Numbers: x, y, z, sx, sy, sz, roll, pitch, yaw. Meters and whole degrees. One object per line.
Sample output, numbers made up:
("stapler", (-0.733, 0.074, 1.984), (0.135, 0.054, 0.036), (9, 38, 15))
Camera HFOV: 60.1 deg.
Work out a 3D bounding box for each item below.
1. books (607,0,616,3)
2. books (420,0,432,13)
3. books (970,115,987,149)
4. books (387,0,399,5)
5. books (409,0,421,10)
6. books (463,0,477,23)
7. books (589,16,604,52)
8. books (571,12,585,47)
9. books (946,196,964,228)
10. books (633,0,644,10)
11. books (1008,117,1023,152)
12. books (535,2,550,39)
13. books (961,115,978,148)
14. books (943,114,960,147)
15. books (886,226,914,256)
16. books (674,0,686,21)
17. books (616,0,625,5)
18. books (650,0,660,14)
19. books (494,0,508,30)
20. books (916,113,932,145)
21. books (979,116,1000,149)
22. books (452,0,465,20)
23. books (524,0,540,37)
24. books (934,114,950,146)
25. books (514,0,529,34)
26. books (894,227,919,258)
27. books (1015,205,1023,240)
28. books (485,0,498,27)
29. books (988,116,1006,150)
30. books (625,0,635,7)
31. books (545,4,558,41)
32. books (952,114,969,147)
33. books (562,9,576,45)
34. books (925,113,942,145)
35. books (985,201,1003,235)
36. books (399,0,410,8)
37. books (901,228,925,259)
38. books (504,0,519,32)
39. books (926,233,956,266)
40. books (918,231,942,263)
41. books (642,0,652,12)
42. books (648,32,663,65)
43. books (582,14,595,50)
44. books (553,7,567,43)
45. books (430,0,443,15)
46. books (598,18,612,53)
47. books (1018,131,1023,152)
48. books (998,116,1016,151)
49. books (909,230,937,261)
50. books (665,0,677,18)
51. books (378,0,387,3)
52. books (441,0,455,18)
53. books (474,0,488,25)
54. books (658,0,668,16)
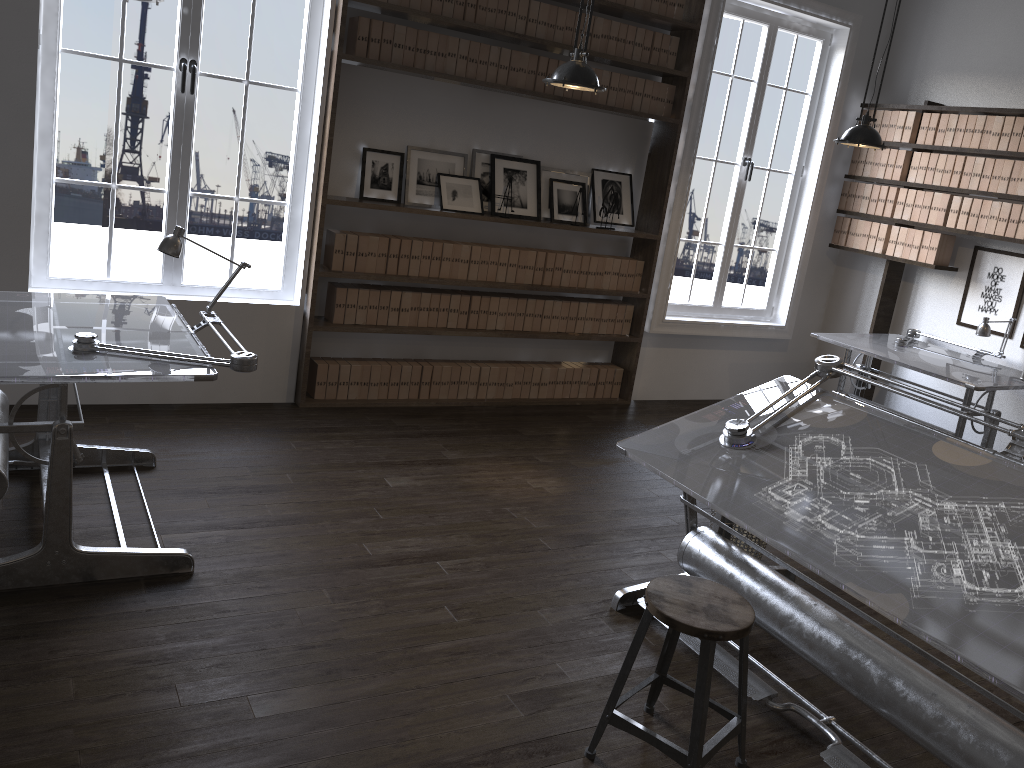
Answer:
("books", (0.615, -2.579, 5.754), (0.066, 0.223, 0.176), (2, 15, -30))
("books", (-0.531, -2.278, 5.188), (0.066, 0.223, 0.176), (2, 15, -30))
("books", (3.239, -1.711, 6.058), (0.174, 0.223, 0.067), (1, 14, -30))
("books", (-0.700, -2.278, 5.087), (0.066, 0.223, 0.176), (2, 15, -30))
("books", (-0.587, -2.277, 5.149), (0.067, 0.223, 0.176), (2, 15, -30))
("books", (-0.279, -2.276, 5.327), (0.067, 0.223, 0.176), (2, 15, -30))
("books", (0.506, -2.273, 5.780), (0.066, 0.223, 0.176), (2, 15, -30))
("books", (0.381, -2.274, 5.711), (0.066, 0.223, 0.176), (2, 15, -30))
("books", (3.146, -1.191, 6.196), (0.174, 0.223, 0.067), (1, 14, -30))
("books", (0.801, -2.577, 5.857), (0.066, 0.223, 0.176), (2, 15, -30))
("books", (3.373, -1.631, 5.830), (0.174, 0.223, 0.067), (1, 14, -30))
("books", (0.149, -2.275, 5.575), (0.066, 0.223, 0.176), (2, 15, -30))
("books", (3.213, -1.731, 6.117), (0.174, 0.223, 0.067), (1, 14, -30))
("books", (3.142, -1.773, 6.235), (0.174, 0.223, 0.067), (1, 14, -30))
("books", (2.898, -1.061, 6.614), (0.174, 0.223, 0.067), (1, 14, -30))
("books", (1.095, -2.575, 6.025), (0.066, 0.223, 0.176), (2, 15, -30))
("books", (0.676, -2.578, 5.788), (0.066, 0.223, 0.176), (2, 15, -30))
("books", (0.915, -2.576, 5.919), (0.067, 0.223, 0.176), (2, 15, -30))
("books", (-0.103, -2.275, 5.427), (0.067, 0.223, 0.176), (2, 15, -30))
("books", (3.041, -1.838, 6.423), (0.174, 0.223, 0.067), (1, 14, -30))
("books", (3.275, -1.691, 6.004), (0.174, 0.223, 0.067), (1, 14, -30))
("books", (-0.347, -2.278, 5.294), (0.066, 0.223, 0.176), (2, 15, -30))
("books", (0.087, -2.274, 5.537), (0.067, 0.223, 0.176), (2, 15, -30))
("books", (3.112, -1.794, 6.297), (0.174, 0.223, 0.067), (1, 14, -30))
("books", (0.021, -2.275, 5.502), (0.066, 0.223, 0.176), (2, 15, -30))
("books", (2.934, -1.039, 6.554), (0.174, 0.223, 0.067), (1, 14, -30))
("books", (3.384, -1.044, 5.775), (0.174, 0.223, 0.067), (1, 14, -30))
("books", (-0.159, -2.276, 5.399), (0.066, 0.223, 0.176), (2, 15, -30))
("books", (3.304, -1.673, 5.950), (0.174, 0.223, 0.067), (1, 14, -30))
("books", (0.739, -2.577, 5.819), (0.067, 0.223, 0.176), (2, 15, -30))
("books", (0.202, -2.275, 5.607), (0.066, 0.223, 0.176), (2, 15, -30))
("books", (3.179, -1.752, 6.177), (0.174, 0.223, 0.067), (1, 14, -30))
("books", (0.320, -2.275, 5.677), (0.066, 0.223, 0.176), (2, 15, -30))
("books", (3.071, -1.816, 6.357), (0.174, 0.223, 0.067), (1, 14, -30))
("books", (3.284, -1.105, 5.950), (0.174, 0.223, 0.067), (1, 14, -30))
("books", (-0.647, -2.278, 5.120), (0.066, 0.223, 0.176), (2, 15, -30))
("books", (2.965, -1.021, 6.502), (0.174, 0.223, 0.067), (1, 14, -30))
("books", (-0.040, -2.274, 5.463), (0.066, 0.223, 0.176), (2, 15, -30))
("books", (3.064, -0.960, 6.328), (0.174, 0.223, 0.067), (1, 14, -30))
("books", (3.032, -0.980, 6.388), (0.174, 0.223, 0.067), (1, 14, -30))
("books", (0.855, -2.577, 5.890), (0.066, 0.223, 0.176), (2, 15, -30))
("books", (0.927, -2.271, 6.020), (0.067, 0.223, 0.176), (2, 15, -30))
("books", (0.444, -2.273, 5.742), (0.067, 0.223, 0.176), (2, 15, -30))
("books", (0.262, -2.273, 5.637), (0.067, 0.223, 0.176), (2, 15, -30))
("books", (-0.469, -2.278, 5.223), (0.066, 0.223, 0.176), (2, 15, -30))
("books", (0.559, -2.274, 5.813), (0.066, 0.223, 0.176), (2, 15, -30))
("books", (3.408, -1.610, 5.773), (0.174, 0.223, 0.067), (1, 14, -30))
("books", (3.337, -1.652, 5.888), (0.174, 0.223, 0.067), (1, 14, -30))
("books", (2.993, -1.001, 6.443), (0.174, 0.223, 0.067), (1, 14, -30))
("books", (1.032, -2.577, 5.993), (0.066, 0.223, 0.176), (2, 15, -30))
("books", (-0.762, -2.278, 5.049), (0.067, 0.223, 0.176), (2, 15, -30))
("books", (-0.406, -2.276, 5.255), (0.066, 0.223, 0.176), (2, 15, -30))
("books", (-0.217, -2.277, 5.368), (0.066, 0.223, 0.176), (2, 15, -30))
("books", (0.970, -2.577, 5.957), (0.066, 0.223, 0.176), (2, 15, -30))
